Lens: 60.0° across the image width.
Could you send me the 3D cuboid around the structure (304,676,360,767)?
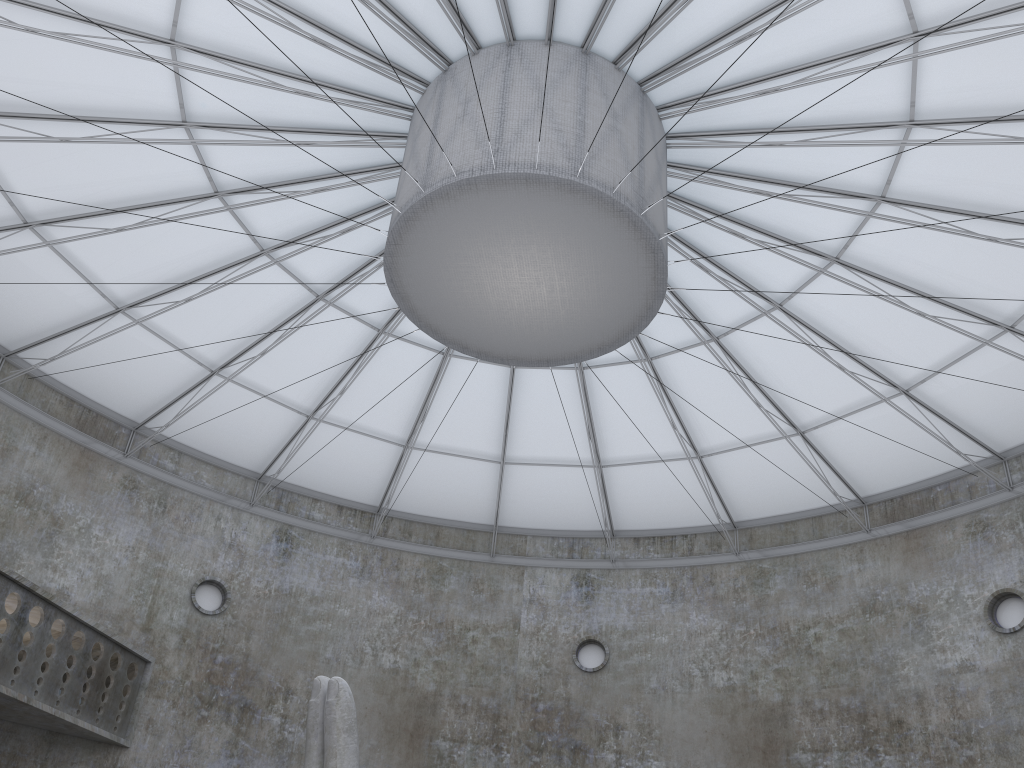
[{"bbox_3d":[1.545,7.993,14.223,10.856,5.561,15.850,22,-37,-24],"label":"structure"}]
